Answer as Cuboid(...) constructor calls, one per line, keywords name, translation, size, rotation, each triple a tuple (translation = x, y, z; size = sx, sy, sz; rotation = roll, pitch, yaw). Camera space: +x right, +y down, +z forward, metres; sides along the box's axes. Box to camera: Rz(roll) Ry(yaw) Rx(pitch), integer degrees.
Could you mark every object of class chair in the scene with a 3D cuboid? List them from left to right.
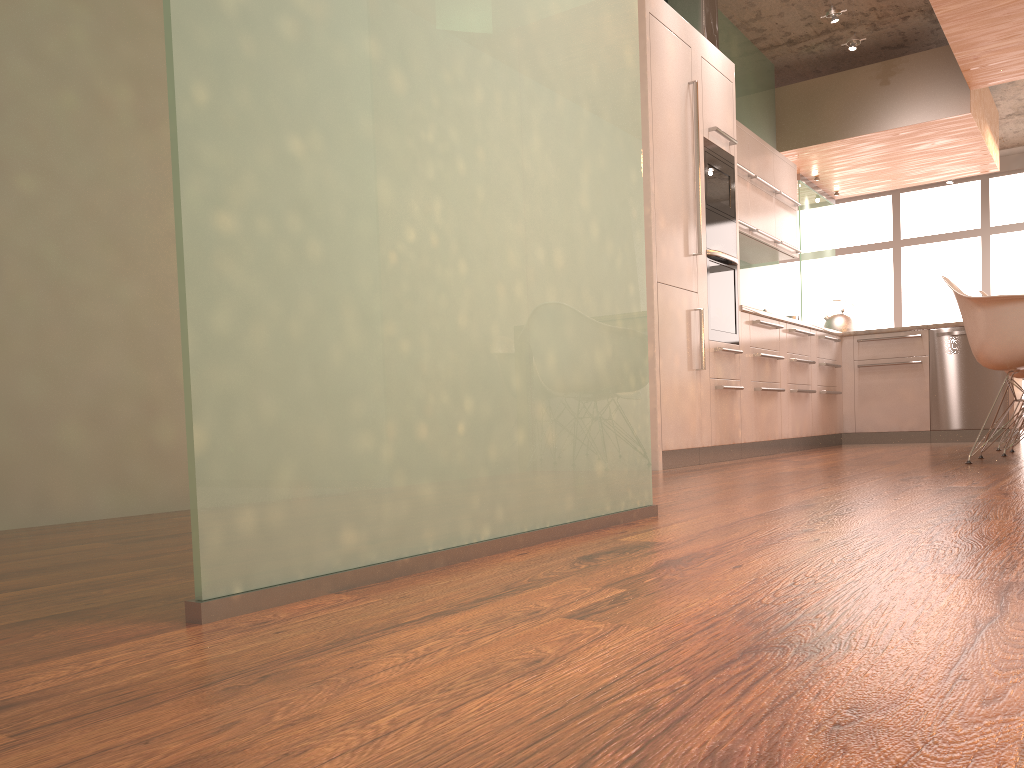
Cuboid(name="chair", translation=(2.289, -0.094, 3.953), size=(0.645, 0.851, 0.680), rotation=(-2, 1, 29))
Cuboid(name="chair", translation=(3.061, -0.058, 5.114), size=(0.645, 0.864, 0.680), rotation=(-2, 1, 29))
Cuboid(name="chair", translation=(2.739, -0.078, 4.480), size=(0.645, 0.864, 0.680), rotation=(-2, 1, 29))

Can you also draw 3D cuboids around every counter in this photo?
Cuboid(name="counter", translation=(2.905, -1.120, 5.879), size=(3.232, 1.351, 3.050), rotation=(-4, -2, 34))

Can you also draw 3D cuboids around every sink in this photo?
Cuboid(name="sink", translation=(2.093, -0.409, 6.946), size=(0.619, 0.384, 0.639), rotation=(-3, -2, 34))

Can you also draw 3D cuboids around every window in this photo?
Cuboid(name="window", translation=(5.033, -1.045, 11.517), size=(8.603, 3.290, 0.061), rotation=(-4, 1, 34))

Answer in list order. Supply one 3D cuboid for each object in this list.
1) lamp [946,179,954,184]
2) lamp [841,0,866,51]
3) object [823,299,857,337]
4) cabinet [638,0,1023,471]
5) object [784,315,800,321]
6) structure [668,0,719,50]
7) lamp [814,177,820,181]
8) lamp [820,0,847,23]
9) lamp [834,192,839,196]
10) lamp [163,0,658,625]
Cuboid(name="lamp", translation=(5.158, -2.604, 10.384), size=(0.199, 0.484, 0.133), rotation=(-2, 2, 2))
Cuboid(name="lamp", translation=(2.521, -2.710, 6.521), size=(0.153, 0.472, 0.102), rotation=(-2, 2, 2))
Cuboid(name="object", translation=(2.724, -0.552, 7.354), size=(0.261, 0.306, 0.263), rotation=(-2, 0, -39))
Cuboid(name="cabinet", translation=(2.046, -0.697, 5.776), size=(1.923, 2.282, 4.220), rotation=(-2, -1, 34))
Cuboid(name="object", translation=(2.359, -0.476, 7.618), size=(0.238, 0.203, 0.152), rotation=(-2, 0, 34))
Cuboid(name="structure", translation=(1.231, -2.361, 5.980), size=(0.256, 1.137, 0.260), rotation=(0, 3, 34))
Cuboid(name="lamp", translation=(3.038, -2.264, 8.797), size=(0.103, 0.472, 0.152), rotation=(-2, 2, 7))
Cuboid(name="lamp", translation=(2.202, -2.722, 6.054), size=(0.153, 0.472, 0.102), rotation=(-2, 2, 2))
Cuboid(name="lamp", translation=(3.465, -2.248, 9.423), size=(0.103, 0.472, 0.152), rotation=(-2, 2, 7))
Cuboid(name="lamp", translation=(2.659, -1.389, 3.660), size=(8.173, 3.412, 0.446), rotation=(-1, 1, -37))
